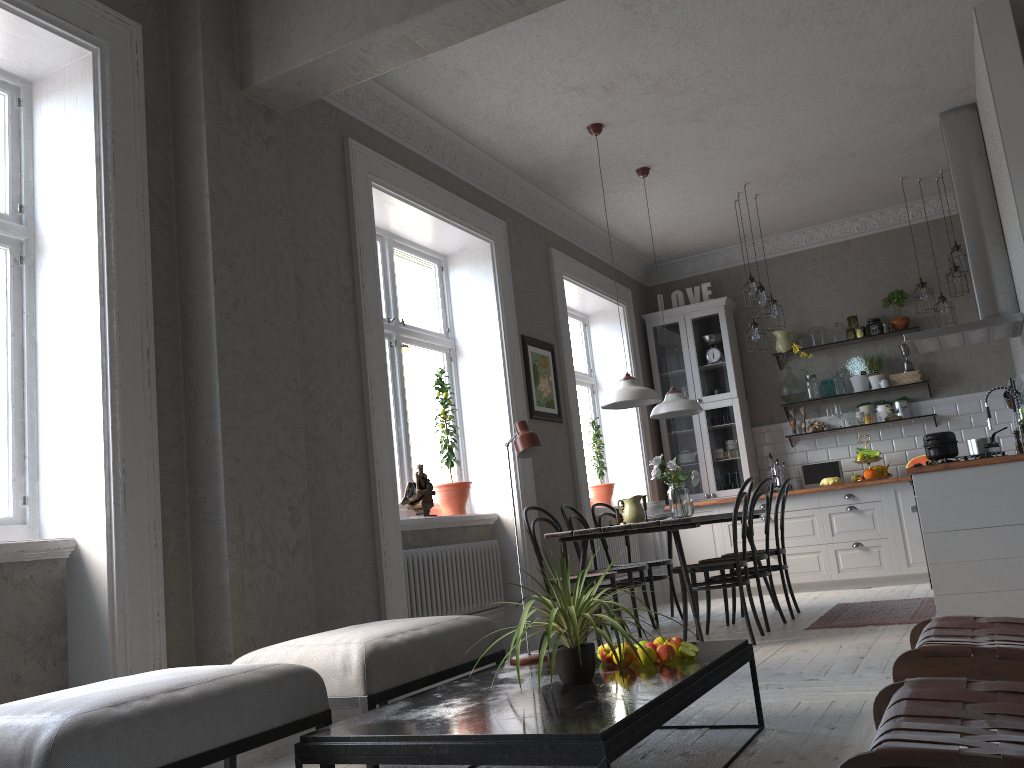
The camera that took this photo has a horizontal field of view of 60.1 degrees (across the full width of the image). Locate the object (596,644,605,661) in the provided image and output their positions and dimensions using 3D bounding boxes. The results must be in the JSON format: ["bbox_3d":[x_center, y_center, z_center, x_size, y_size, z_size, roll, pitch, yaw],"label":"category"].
[{"bbox_3d":[0.306,0.880,2.896,0.068,0.055,0.059,-5,-10,-6],"label":"object"}]

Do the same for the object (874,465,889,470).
[{"bbox_3d":[3.259,0.741,7.807,0.125,0.056,0.060,-10,-10,18],"label":"object"}]

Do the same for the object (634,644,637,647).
[{"bbox_3d":[0.428,0.877,2.916,0.063,0.039,0.067,-13,-12,32],"label":"object"}]

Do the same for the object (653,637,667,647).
[{"bbox_3d":[0.487,0.851,2.871,0.059,0.062,0.064,-8,-10,8],"label":"object"}]

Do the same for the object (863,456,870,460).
[{"bbox_3d":[3.121,0.664,7.796,0.062,0.061,0.068,-11,-11,26],"label":"object"}]

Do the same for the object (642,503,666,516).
[{"bbox_3d":[0.976,0.881,6.109,0.177,0.094,0.182,-10,-10,17],"label":"object"}]

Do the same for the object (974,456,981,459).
[{"bbox_3d":[3.922,0.638,7.345,0.205,0.119,0.131,-5,-10,-11],"label":"object"}]

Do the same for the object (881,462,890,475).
[{"bbox_3d":[3.279,0.742,7.787,0.128,0.120,0.060,2,-12,-39],"label":"object"}]

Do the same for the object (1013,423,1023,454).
[{"bbox_3d":[2.730,0.292,4.747,0.072,0.166,0.036,-11,-11,26],"label":"object"}]

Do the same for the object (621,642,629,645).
[{"bbox_3d":[0.369,0.866,2.867,0.057,0.058,0.059,-8,-10,9],"label":"object"}]

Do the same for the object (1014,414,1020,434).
[{"bbox_3d":[4.038,0.245,7.098,0.076,0.378,0.084,-11,-11,26],"label":"object"}]

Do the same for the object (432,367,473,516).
[{"bbox_3d":[-0.420,0.361,5.750,0.274,0.990,0.266,-2,-11,-24],"label":"object"}]

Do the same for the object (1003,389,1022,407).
[{"bbox_3d":[3.766,0.090,6.662,0.106,0.161,0.140,-15,-13,43],"label":"object"}]

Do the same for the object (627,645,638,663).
[{"bbox_3d":[0.374,0.854,2.802,0.057,0.056,0.061,-9,-10,13],"label":"object"}]

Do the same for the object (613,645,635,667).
[{"bbox_3d":[0.344,0.842,2.739,0.069,0.066,0.071,-15,-13,41],"label":"object"}]

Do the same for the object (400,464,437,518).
[{"bbox_3d":[-0.571,0.645,5.345,0.118,0.329,0.241,-11,-11,28],"label":"object"}]

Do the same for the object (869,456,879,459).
[{"bbox_3d":[3.186,0.659,7.803,0.075,0.062,0.100,-6,-10,0],"label":"object"}]

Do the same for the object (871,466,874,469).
[{"bbox_3d":[3.213,0.776,7.874,0.084,0.092,0.088,-10,-11,22],"label":"object"}]

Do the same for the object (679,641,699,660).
[{"bbox_3d":[0.545,0.826,2.744,0.057,0.053,0.061,-13,-12,33],"label":"object"}]

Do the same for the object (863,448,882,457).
[{"bbox_3d":[3.205,0.610,7.871,0.090,0.096,0.177,3,-13,-42],"label":"object"}]

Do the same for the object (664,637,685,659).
[{"bbox_3d":[0.515,0.834,2.803,0.076,0.064,0.073,0,-12,-32],"label":"object"}]

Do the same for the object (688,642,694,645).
[{"bbox_3d":[0.561,0.854,2.865,0.068,0.037,0.046,1,-12,-36],"label":"object"}]

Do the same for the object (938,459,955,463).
[{"bbox_3d":[3.657,0.663,7.334,0.223,0.127,0.149,-8,-10,9],"label":"object"}]

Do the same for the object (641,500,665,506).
[{"bbox_3d":[0.973,0.861,6.113,0.177,0.094,0.182,-10,-10,17],"label":"object"}]

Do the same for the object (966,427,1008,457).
[{"bbox_3d":[2.763,0.333,5.083,0.178,0.134,0.298,-1,-11,-28],"label":"object"}]

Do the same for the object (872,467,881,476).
[{"bbox_3d":[3.187,0.769,7.757,0.089,0.078,0.087,1,-12,-36],"label":"object"}]

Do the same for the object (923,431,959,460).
[{"bbox_3d":[2.418,0.350,4.994,0.189,0.147,0.194,-7,-10,6],"label":"object"}]

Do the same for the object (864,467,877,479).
[{"bbox_3d":[3.117,0.779,7.705,0.113,0.110,0.111,-5,-10,-6],"label":"object"}]

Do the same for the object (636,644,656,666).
[{"bbox_3d":[0.413,0.834,2.731,0.063,0.063,0.060,0,-11,-31],"label":"object"}]

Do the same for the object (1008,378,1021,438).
[{"bbox_3d":[3.583,0.188,6.321,0.080,0.442,0.335,-11,-11,27],"label":"object"}]

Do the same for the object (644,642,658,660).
[{"bbox_3d":[0.439,0.843,2.789,0.056,0.058,0.059,-9,-10,17],"label":"object"}]

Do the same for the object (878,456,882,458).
[{"bbox_3d":[3.236,0.652,7.813,0.051,0.050,0.050,-13,-12,35],"label":"object"}]

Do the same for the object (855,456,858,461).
[{"bbox_3d":[3.100,0.673,7.875,0.095,0.078,0.102,-9,-10,13],"label":"object"}]

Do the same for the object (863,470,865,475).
[{"bbox_3d":[3.190,0.793,7.892,0.157,0.076,0.077,1,-12,-37],"label":"object"}]

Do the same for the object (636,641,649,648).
[{"bbox_3d":[0.427,0.855,2.848,0.062,0.058,0.061,-3,-10,-18],"label":"object"}]

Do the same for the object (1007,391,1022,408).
[{"bbox_3d":[3.835,0.101,6.772,0.106,0.161,0.139,-12,-11,28],"label":"object"}]

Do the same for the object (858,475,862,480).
[{"bbox_3d":[3.099,0.831,7.832,0.090,0.057,0.084,0,-11,-31],"label":"object"}]

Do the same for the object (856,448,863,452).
[{"bbox_3d":[3.088,0.590,7.859,0.072,0.058,0.051,-7,-10,3],"label":"object"}]

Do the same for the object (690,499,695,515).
[{"bbox_3d":[1.186,0.854,6.054,0.122,0.119,0.130,-15,-13,42],"label":"object"}]

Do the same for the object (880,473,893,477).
[{"bbox_3d":[3.274,0.811,7.839,0.055,0.044,0.213,-2,-11,-24],"label":"object"}]

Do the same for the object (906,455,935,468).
[{"bbox_3d":[3.453,0.690,7.492,0.222,0.174,0.231,2,-13,-41],"label":"object"}]

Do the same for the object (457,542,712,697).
[{"bbox_3d":[0.199,0.660,2.589,0.677,0.419,0.716,3,-14,-45],"label":"object"}]

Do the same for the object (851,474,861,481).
[{"bbox_3d":[3.081,0.838,7.881,0.154,0.072,0.075,0,-12,-34],"label":"object"}]

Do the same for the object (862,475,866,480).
[{"bbox_3d":[3.120,0.839,7.838,0.069,0.076,0.231,-8,-10,10],"label":"object"}]

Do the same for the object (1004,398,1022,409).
[{"bbox_3d":[3.896,0.114,6.887,0.106,0.161,0.139,-14,-12,38],"label":"object"}]

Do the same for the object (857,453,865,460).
[{"bbox_3d":[3.075,0.647,7.804,0.080,0.069,0.058,3,-13,-43],"label":"object"}]

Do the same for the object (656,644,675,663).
[{"bbox_3d":[0.474,0.829,2.727,0.057,0.058,0.056,1,-12,-38],"label":"object"}]

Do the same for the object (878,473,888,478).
[{"bbox_3d":[3.231,0.805,7.721,0.069,0.051,0.089,-4,-10,-15],"label":"object"}]

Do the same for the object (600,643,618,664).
[{"bbox_3d":[0.312,0.860,2.822,0.066,0.066,0.072,-12,-11,31],"label":"object"}]

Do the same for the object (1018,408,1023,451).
[{"bbox_3d":[3.034,0.281,5.203,0.088,0.282,0.083,-11,-11,27],"label":"object"}]
